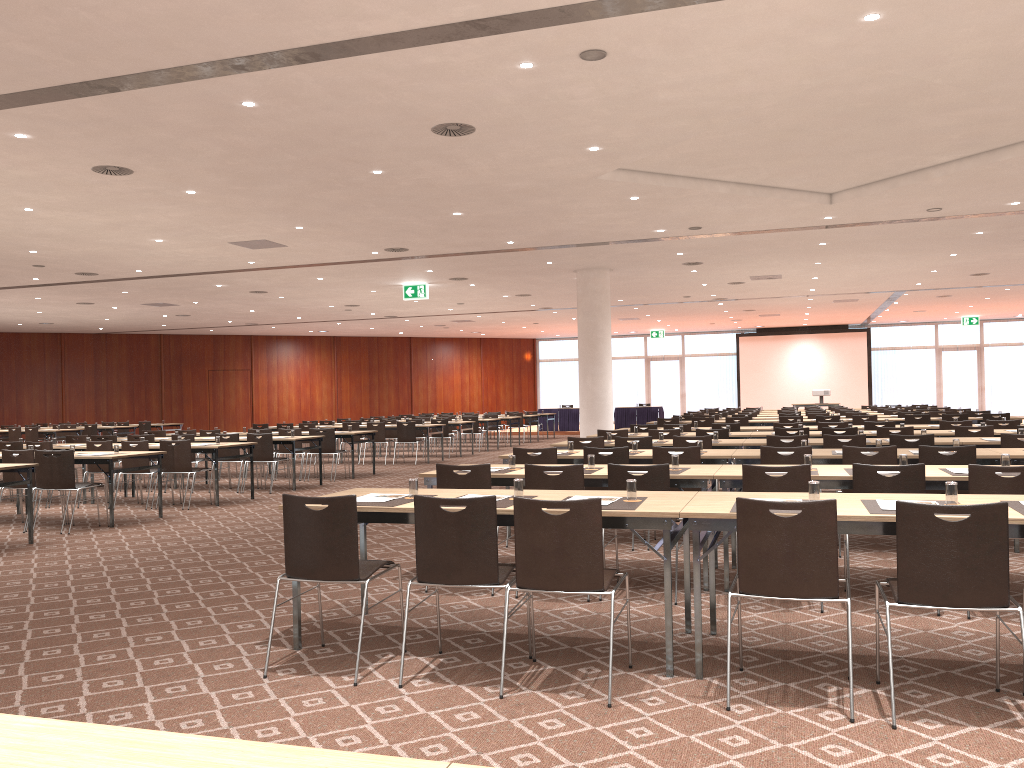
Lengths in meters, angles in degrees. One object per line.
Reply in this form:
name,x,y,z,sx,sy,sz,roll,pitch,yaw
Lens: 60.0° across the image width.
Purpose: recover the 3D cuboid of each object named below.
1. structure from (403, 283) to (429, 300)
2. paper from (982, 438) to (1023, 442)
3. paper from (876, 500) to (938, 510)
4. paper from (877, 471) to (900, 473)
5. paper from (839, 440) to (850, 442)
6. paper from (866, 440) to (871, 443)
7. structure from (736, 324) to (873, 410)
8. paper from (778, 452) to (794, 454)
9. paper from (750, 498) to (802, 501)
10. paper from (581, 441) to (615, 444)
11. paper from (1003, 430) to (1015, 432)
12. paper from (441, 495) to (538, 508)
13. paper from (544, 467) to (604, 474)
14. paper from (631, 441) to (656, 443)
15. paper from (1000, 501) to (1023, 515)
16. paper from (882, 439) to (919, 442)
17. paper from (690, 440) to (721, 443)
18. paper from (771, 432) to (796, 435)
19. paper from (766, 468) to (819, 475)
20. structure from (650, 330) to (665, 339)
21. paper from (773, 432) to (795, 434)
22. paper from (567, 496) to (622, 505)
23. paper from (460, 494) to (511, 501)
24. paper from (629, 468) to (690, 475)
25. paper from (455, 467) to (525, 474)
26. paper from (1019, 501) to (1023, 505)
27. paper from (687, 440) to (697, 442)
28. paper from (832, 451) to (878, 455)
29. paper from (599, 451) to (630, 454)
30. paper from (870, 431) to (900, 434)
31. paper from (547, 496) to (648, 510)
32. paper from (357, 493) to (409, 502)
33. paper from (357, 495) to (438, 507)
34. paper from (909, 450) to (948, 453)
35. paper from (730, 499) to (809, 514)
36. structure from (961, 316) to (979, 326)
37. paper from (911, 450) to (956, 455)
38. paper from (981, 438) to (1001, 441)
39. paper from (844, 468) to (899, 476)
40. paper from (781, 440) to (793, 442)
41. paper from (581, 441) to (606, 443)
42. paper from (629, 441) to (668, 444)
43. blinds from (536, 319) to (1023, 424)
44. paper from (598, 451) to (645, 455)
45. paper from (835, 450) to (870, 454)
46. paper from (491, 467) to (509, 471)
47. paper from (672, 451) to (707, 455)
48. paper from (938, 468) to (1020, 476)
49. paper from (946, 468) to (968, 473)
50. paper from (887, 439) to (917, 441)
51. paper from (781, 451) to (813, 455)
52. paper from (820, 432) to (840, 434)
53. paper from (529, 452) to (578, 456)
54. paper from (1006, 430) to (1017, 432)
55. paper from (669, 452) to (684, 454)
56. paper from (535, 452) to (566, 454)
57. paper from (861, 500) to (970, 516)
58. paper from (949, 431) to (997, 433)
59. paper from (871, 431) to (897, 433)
structure,-2.163,-2.073,19.952,0.587,0.346,0.105,-2,0,17
paper,5.372,0.606,9.599,0.460,0.003,0.565,-2,-1,17
paper,1.986,0.605,4.430,0.283,0.006,0.398,-2,-1,18
paper,2.602,0.618,6.341,0.283,0.006,0.398,-2,-1,18
paper,3.789,0.645,10.150,0.283,0.006,0.398,-2,-1,16
paper,3.807,0.648,10.058,0.460,0.003,0.565,-2,-1,18
structure,11.767,-0.578,35.897,5.158,3.525,0.395,-1,0,17
paper,2.575,0.649,8.457,0.283,0.006,0.398,-2,-1,17
paper,1.369,0.621,4.623,0.283,0.006,0.398,-2,-1,16
paper,1.030,0.723,10.954,0.460,0.003,0.565,-2,-1,17
paper,6.600,0.602,11.320,0.460,0.003,0.565,-2,-1,16
paper,-0.157,0.666,5.047,0.460,0.003,0.565,-2,-1,20
paper,0.446,0.679,6.955,0.460,0.003,0.565,-2,-1,16
paper,1.615,0.704,10.839,0.283,0.006,0.398,-2,-1,16
paper,2.624,0.591,4.200,0.460,0.003,0.565,-2,-1,19
paper,4.415,0.631,9.892,0.460,0.003,0.565,-2,-1,16
paper,2.242,0.690,10.576,0.460,0.003,0.565,-2,-1,17
paper,3.800,0.678,12.168,0.460,0.003,0.565,-2,-1,15
paper,1.984,0.637,6.455,0.460,0.003,0.565,-2,-1,18
structure,5.944,-2.024,36.208,0.587,0.346,0.105,-2,0,17
paper,3.767,0.676,12.266,0.283,0.006,0.398,-2,-1,16
paper,0.435,0.647,4.931,0.283,0.006,0.398,-2,-1,19
paper,-0.196,0.664,5.126,0.283,0.006,0.398,-2,-1,20
paper,1.089,0.662,6.769,0.460,0.003,0.565,-2,-1,21
paper,-0.185,0.696,7.162,0.460,0.003,0.565,-2,-1,19
paper,2.619,0.587,4.235,0.283,0.006,0.398,-2,-1,21
paper,2.218,0.688,10.631,0.283,0.006,0.398,-2,-1,18
paper,3.203,0.635,8.197,0.460,0.003,0.565,-2,-1,19
paper,1.020,0.691,8.933,0.283,0.006,0.398,-2,-1,16
paper,5.017,0.645,11.806,0.460,0.003,0.565,-2,-1,17
paper,0.476,0.648,4.836,0.460,0.003,0.565,-2,-1,15
paper,-0.807,0.680,5.320,0.283,0.006,0.398,-2,-1,18
paper,-0.767,0.682,5.218,0.460,0.003,0.565,-2,-1,21
paper,3.779,0.616,8.045,0.283,0.006,0.398,-2,-1,17
paper,1.371,0.624,4.539,0.460,0.003,0.565,-2,-1,18
structure,16.928,-2.321,32.755,0.587,0.346,0.105,-2,0,17
paper,3.849,0.617,7.986,0.460,0.003,0.565,-2,-1,20
paper,5.320,0.604,9.668,0.283,0.006,0.398,-2,-1,16
paper,2.609,0.621,6.264,0.460,0.003,0.565,-2,-1,16
paper,3.157,0.663,10.373,0.283,0.006,0.398,-2,-1,19
paper,1.015,0.721,11.033,0.283,0.006,0.398,-2,-1,18
paper,1.644,0.707,10.769,0.460,0.003,0.565,-2,-1,18
blinds,11.964,-0.365,36.233,22.853,3.816,0.115,-2,0,17
paper,1.050,0.693,8.885,0.460,0.003,0.565,-2,-1,20
paper,3.168,0.632,8.254,0.283,0.006,0.398,-2,-1,17
paper,-0.205,0.694,7.239,0.283,0.006,0.398,-2,-1,19
paper,1.647,0.677,8.671,0.460,0.003,0.565,-2,-1,18
paper,3.223,0.604,6.082,0.460,0.003,0.565,-2,-1,17
paper,3.201,0.602,6.156,0.283,0.006,0.398,-2,-1,17
paper,4.382,0.629,9.969,0.283,0.006,0.398,-2,-1,17
paper,2.592,0.651,8.368,0.460,0.003,0.565,-2,-1,19
paper,4.405,0.661,11.977,0.460,0.003,0.565,-2,-1,19
paper,0.409,0.710,9.036,0.460,0.003,0.565,-2,-1,17
paper,6.537,0.601,11.388,0.283,0.006,0.398,-2,-1,18
paper,1.635,0.674,8.735,0.283,0.006,0.398,-2,-1,15
paper,0.400,0.707,9.123,0.283,0.006,0.398,-2,-1,19
paper,1.989,0.608,4.377,0.460,0.003,0.565,-2,-1,17
paper,5.956,0.619,11.493,0.460,0.003,0.565,-2,-1,16
paper,4.979,0.643,11.872,0.283,0.006,0.398,-2,-1,17
